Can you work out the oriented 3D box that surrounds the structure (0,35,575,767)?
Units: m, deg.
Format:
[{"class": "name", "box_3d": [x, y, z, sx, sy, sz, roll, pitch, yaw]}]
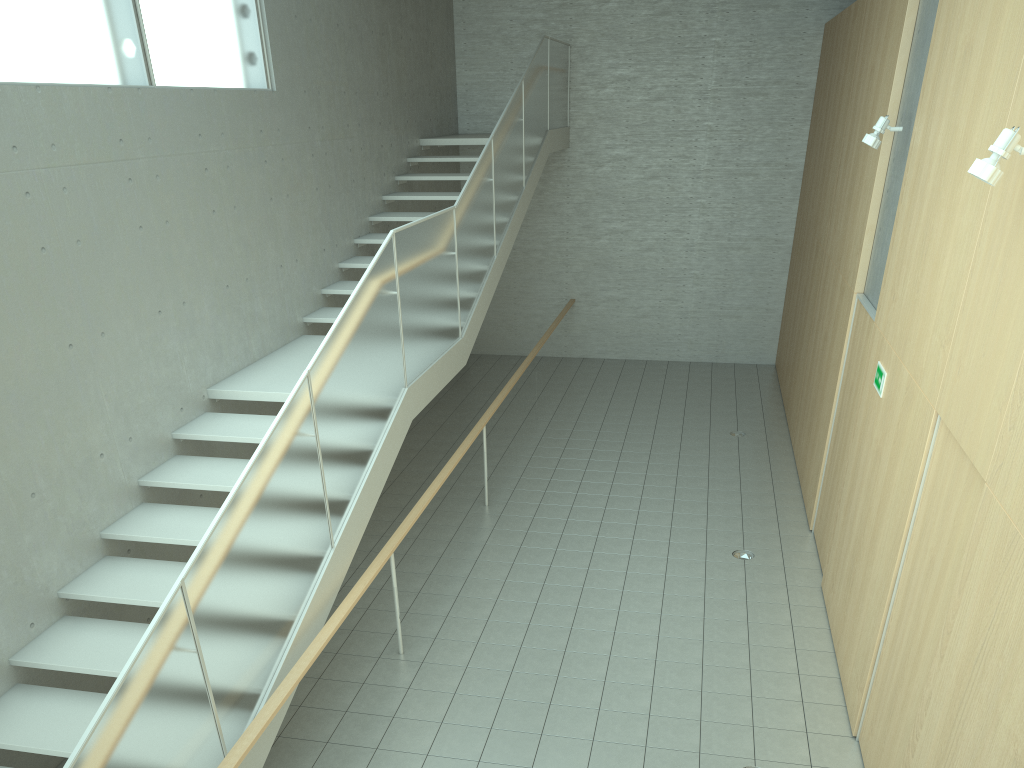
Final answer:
[{"class": "structure", "box_3d": [-1.253, -0.589, 7.195, 1.876, 4.815, 11.196, 5, 21, 12]}]

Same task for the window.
[{"class": "window", "box_3d": [-3.264, -2.027, 0.884, 0.030, 3.146, 13.897, 6, 20, 12]}]

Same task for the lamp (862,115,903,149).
[{"class": "lamp", "box_3d": [2.435, -1.660, 5.605, 0.231, 0.223, 0.124, -4, 26, -6]}]

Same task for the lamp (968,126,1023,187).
[{"class": "lamp", "box_3d": [1.841, -0.853, 3.187, 0.231, 0.223, 0.124, -4, 26, -6]}]
